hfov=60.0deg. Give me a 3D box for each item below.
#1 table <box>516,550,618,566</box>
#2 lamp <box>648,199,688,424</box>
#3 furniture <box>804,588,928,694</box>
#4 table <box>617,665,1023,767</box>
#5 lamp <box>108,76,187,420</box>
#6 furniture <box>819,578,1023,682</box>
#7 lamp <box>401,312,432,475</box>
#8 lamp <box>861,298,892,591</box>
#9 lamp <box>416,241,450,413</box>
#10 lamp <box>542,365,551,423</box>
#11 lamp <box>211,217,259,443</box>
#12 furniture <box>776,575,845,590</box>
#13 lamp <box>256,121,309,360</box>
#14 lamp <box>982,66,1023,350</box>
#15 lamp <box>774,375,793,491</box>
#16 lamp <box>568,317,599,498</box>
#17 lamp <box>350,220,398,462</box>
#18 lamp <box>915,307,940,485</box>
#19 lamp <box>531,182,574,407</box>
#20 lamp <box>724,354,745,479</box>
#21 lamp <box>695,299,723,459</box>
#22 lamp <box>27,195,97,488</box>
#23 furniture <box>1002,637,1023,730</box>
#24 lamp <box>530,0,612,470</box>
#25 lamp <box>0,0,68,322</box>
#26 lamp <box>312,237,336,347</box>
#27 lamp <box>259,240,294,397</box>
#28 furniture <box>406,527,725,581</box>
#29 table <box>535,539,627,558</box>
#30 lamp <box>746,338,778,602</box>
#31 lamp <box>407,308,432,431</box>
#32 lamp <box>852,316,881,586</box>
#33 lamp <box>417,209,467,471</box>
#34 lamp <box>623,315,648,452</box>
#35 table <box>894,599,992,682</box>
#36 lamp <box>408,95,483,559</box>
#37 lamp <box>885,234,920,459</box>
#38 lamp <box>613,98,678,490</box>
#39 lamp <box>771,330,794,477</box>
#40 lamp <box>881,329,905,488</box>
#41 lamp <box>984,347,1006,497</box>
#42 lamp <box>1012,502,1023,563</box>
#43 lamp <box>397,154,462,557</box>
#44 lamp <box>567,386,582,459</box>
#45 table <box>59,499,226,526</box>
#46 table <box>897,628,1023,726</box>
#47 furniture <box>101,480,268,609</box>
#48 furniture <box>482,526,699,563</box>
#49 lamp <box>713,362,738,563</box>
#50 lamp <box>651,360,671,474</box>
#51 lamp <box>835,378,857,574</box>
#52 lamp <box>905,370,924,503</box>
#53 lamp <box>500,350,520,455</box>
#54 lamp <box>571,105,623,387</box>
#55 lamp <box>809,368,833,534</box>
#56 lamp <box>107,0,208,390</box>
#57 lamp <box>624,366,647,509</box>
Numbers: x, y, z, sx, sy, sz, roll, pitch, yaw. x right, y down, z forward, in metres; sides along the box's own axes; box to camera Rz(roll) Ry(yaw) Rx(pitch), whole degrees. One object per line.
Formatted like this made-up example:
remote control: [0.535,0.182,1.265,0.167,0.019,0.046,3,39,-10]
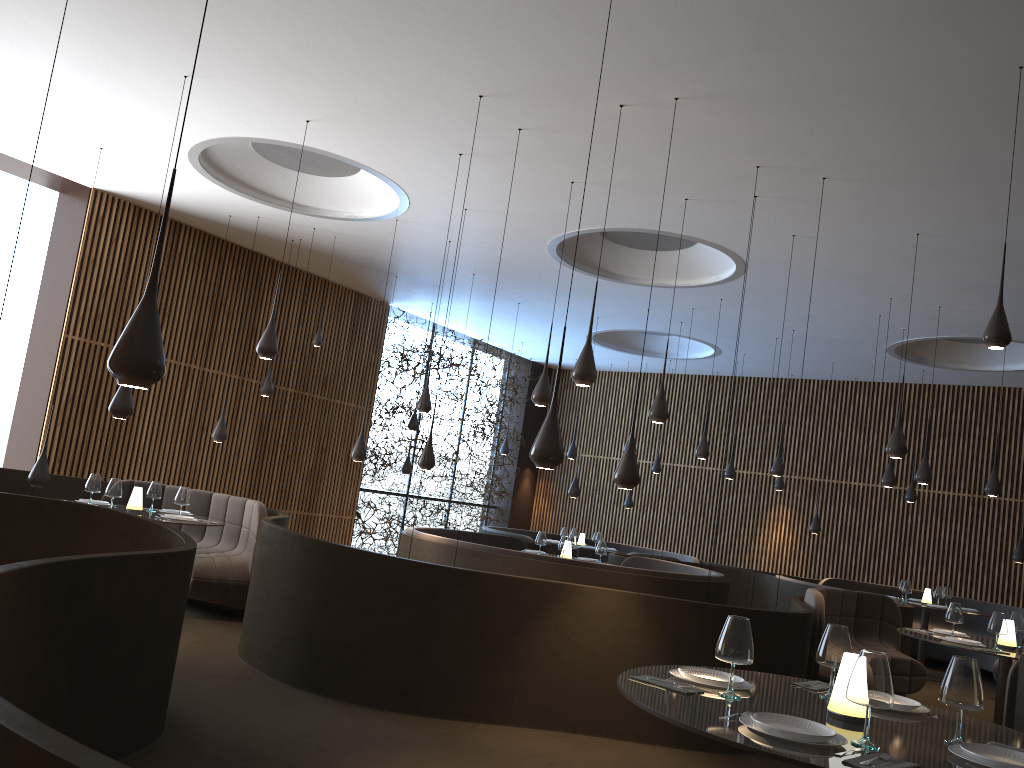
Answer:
table: [0.582,2.652,10.788,1.671,1.021,1.678,1,-10,45]
lamp: [1.550,-0.721,8.577,0.195,2.218,0.196,5,-7,30]
furniture: [3.553,2.700,9.115,0.930,1.057,2.540,3,-9,40]
table: [1.143,1.718,3.159,1.671,1.021,1.678,2,-10,43]
lamp: [-2.996,-1.170,7.405,0.196,2.953,0.196,11,-6,-20]
furniture: [6.640,3.742,13.227,1.984,1.044,3.939,11,-8,-23]
lamp: [-1.672,0.153,15.879,0.196,2.953,0.196,11,-6,-20]
lamp: [4.265,2.017,10.696,0.196,6.259,0.196,11,-6,-20]
lamp: [-0.956,-0.730,11.229,0.195,2.218,0.196,5,-7,30]
lamp: [0.713,0.674,19.963,0.196,2.218,0.196,12,-7,-30]
lamp: [-3.501,-0.717,11.352,0.195,2.953,0.196,6,-6,20]
furniture: [4.348,3.350,12.511,0.901,1.044,2.536,10,-7,-13]
lamp: [-2.035,-1.317,8.011,0.196,2.218,0.196,11,-6,-20]
lamp: [2.548,-0.916,4.545,0.132,1.495,0.132,3,-8,40]
lamp: [5.215,0.923,16.896,0.195,2.218,0.196,6,-6,20]
lamp: [1.194,0.366,14.333,0.195,2.953,0.196,5,-7,30]
lamp: [-1.608,-0.540,10.607,0.196,2.953,0.196,9,-6,-10]
lamp: [5.181,0.130,10.949,0.196,2.218,0.196,11,-6,-20]
lamp: [0.431,-0.883,8.565,0.195,2.218,0.196,3,-8,40]
lamp: [3.962,0.570,15.617,0.195,2.218,0.196,6,-6,20]
lamp: [2.729,-0.078,12.110,0.196,2.218,0.196,11,-6,-20]
lamp: [-4.420,-0.448,8.807,0.196,2.953,0.196,9,-6,-10]
furniture: [5.463,2.824,7.676,1.979,1.044,3.949,4,-9,32]
lamp: [0.398,-0.981,5.092,0.196,2.953,0.196,11,-6,-20]
lamp: [-2.829,-0.104,4.811,0.196,6.259,0.196,13,-8,-40]
lamp: [-2.485,-1.239,11.849,0.133,1.504,0.133,5,-7,30]
lamp: [-3.230,-0.924,12.302,0.196,2.218,0.196,12,-7,-30]
furniture: [0.545,2.575,10.762,3.878,1.115,3.803,7,-8,10]
table: [1.160,3.411,15.847,1.672,1.021,1.677,9,-7,-4]
lamp: [3.760,2.354,13.773,0.196,6.259,0.196,13,-8,-40]
lamp: [-1.532,-0.294,15.168,0.196,2.218,0.196,11,-6,-20]
lamp: [4.486,2.165,11.562,0.196,6.259,0.196,11,-6,-20]
lamp: [-0.733,-0.516,9.829,0.196,2.953,0.196,8,-6,0]
lamp: [1.907,-0.034,13.314,0.196,2.218,0.196,11,-6,-20]
table: [5.957,3.713,12.848,1.670,1.021,1.679,5,-8,25]
lamp: [-0.703,0.770,6.788,0.196,6.259,0.196,11,-6,-20]
lamp: [3.834,-0.383,8.606,0.196,2.218,0.196,9,-6,-10]
lamp: [1.027,-0.698,6.527,0.196,2.953,0.196,3,-8,40]
lamp: [4.094,0.278,13.280,0.196,2.218,0.196,11,-6,-20]
lamp: [5.326,0.326,12.288,0.196,2.218,0.196,11,-6,-20]
lamp: [6.209,0.320,11.277,0.195,2.218,0.196,5,-7,30]
lamp: [8.251,1.383,14.221,0.195,2.953,0.196,6,-6,20]
lamp: [-0.939,0.906,8.064,0.196,6.259,0.196,3,-8,40]
lamp: [1.262,0.301,16.568,0.195,2.218,0.196,6,-6,20]
table: [-3.626,1.701,8.271,1.670,1.021,1.679,5,-8,27]
table: [4.013,2.685,7.271,1.675,1.021,1.674,11,-8,-20]
furniture: [-3.457,1.606,9.100,2.529,1.057,0.934,4,-8,31]
furniture: [1.329,3.317,15.651,3.880,1.044,3.805,7,-8,12]
lamp: [3.741,2.669,16.162,0.196,6.259,0.196,13,-8,-40]
lamp: [2.931,0.626,17.174,0.195,2.218,0.196,6,-6,20]
lamp: [5.918,2.978,16.087,0.196,6.259,0.196,13,-8,-40]
lamp: [6.751,0.865,14.775,0.196,2.218,0.196,7,-6,10]
lamp: [-0.006,0.379,18.539,0.196,2.218,0.196,12,-7,-30]
lamp: [0.694,-1.079,6.803,0.196,2.218,0.196,11,-6,-20]
lamp: [5.341,1.085,15.174,0.195,2.953,0.196,6,-6,20]
lamp: [-1.138,-1.443,3.316,0.196,2.953,0.196,13,-8,-40]
lamp: [2.537,1.041,17.923,0.195,2.953,0.196,6,-6,20]
